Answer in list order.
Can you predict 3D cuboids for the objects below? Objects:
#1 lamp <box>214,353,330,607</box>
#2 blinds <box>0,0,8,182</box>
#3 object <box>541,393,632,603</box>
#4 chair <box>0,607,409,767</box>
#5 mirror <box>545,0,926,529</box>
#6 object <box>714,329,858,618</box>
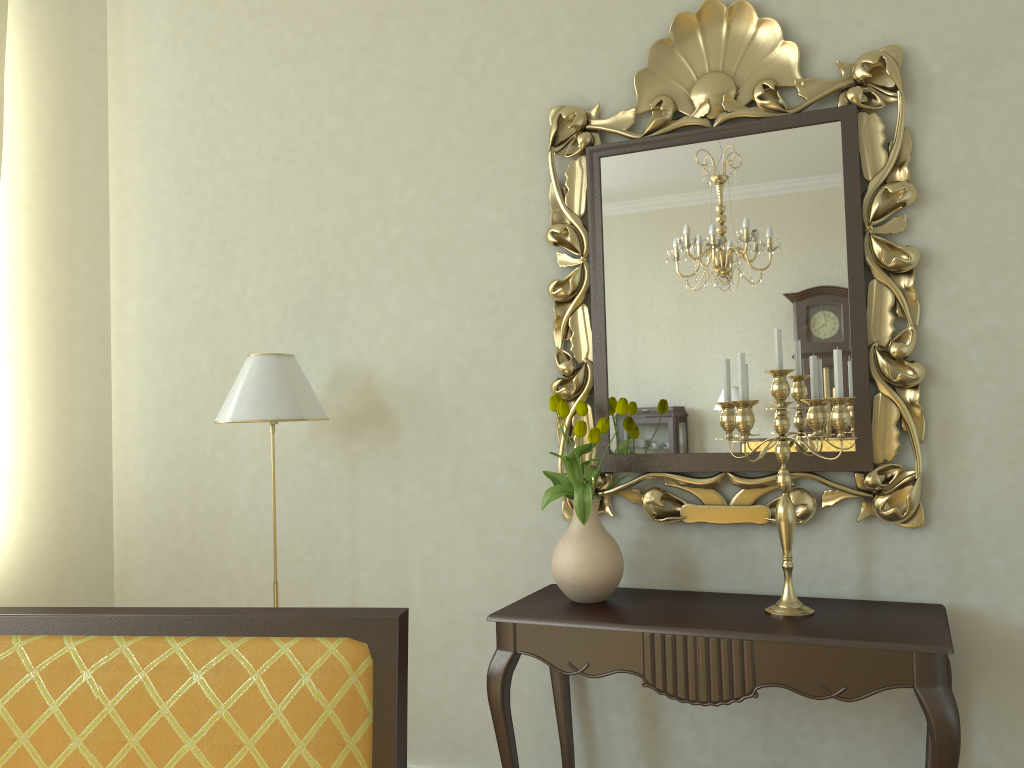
[{"bbox_3d":[-0.800,0.676,3.003,0.380,1.552,0.380,-2,-2,19],"label":"lamp"},{"bbox_3d":[-2.228,-0.202,3.409,0.552,3.381,0.159,-1,-2,-18],"label":"blinds"},{"bbox_3d":[0.208,0.327,2.598,0.242,0.609,0.264,0,-3,-36],"label":"object"},{"bbox_3d":[-0.483,0.810,0.764,0.730,1.083,0.671,-2,-2,9],"label":"chair"},{"bbox_3d":[0.627,-0.380,2.700,1.117,1.612,0.082,-3,-2,24],"label":"mirror"},{"bbox_3d":[0.726,0.229,2.370,0.320,0.757,0.320,-2,-2,5],"label":"object"}]
